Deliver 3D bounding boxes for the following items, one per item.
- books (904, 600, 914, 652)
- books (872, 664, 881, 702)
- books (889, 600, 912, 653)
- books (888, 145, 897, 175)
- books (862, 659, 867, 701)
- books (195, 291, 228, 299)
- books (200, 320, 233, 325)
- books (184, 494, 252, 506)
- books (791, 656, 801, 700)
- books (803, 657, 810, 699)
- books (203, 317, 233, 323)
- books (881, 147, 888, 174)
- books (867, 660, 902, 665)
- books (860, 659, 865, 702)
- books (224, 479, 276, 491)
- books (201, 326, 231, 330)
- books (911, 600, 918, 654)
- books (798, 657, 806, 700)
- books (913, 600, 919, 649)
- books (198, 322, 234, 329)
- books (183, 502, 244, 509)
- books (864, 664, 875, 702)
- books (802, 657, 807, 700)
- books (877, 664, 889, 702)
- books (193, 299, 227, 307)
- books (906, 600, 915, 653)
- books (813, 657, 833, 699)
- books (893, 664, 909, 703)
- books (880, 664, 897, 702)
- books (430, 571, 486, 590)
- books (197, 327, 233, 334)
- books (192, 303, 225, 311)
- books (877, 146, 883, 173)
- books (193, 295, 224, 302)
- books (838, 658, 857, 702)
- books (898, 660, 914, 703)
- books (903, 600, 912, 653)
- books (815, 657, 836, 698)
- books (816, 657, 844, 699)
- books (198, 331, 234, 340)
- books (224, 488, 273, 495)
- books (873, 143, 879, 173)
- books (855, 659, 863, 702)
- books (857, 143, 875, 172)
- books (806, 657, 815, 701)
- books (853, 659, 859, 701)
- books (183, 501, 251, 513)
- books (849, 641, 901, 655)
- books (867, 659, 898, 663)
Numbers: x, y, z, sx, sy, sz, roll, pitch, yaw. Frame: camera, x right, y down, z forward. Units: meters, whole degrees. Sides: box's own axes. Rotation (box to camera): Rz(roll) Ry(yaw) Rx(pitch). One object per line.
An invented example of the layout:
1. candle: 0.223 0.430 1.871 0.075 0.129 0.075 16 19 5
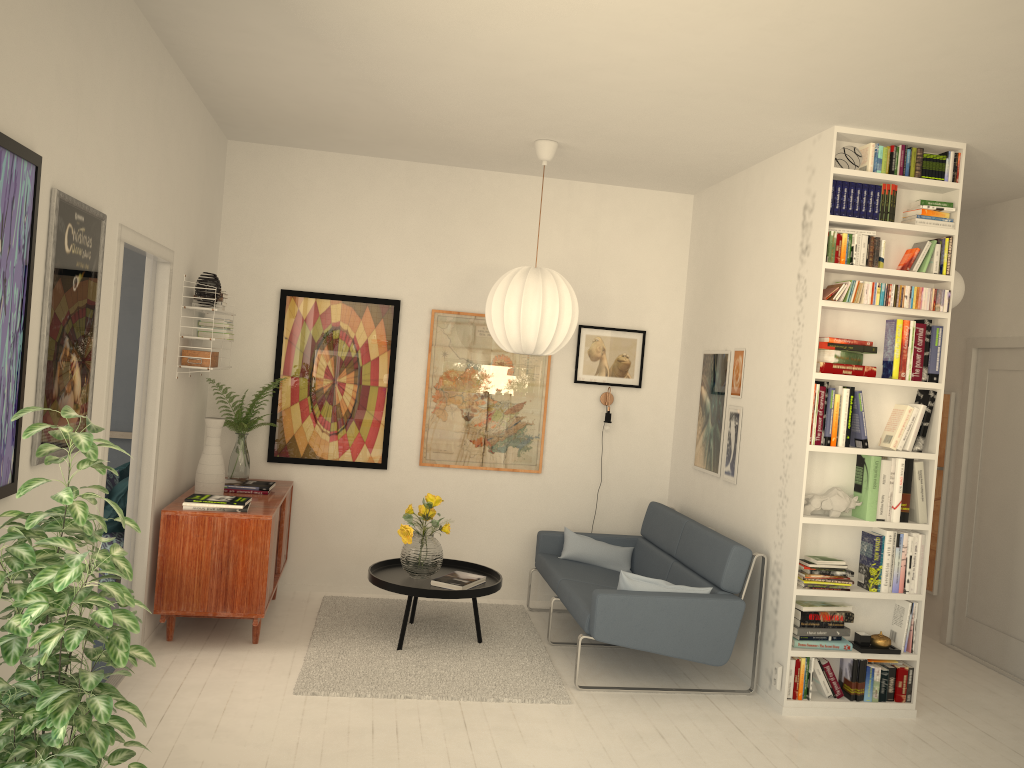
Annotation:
1. books: 2.000 1.231 4.548 0.033 0.258 0.130 5 1 -9
2. books: 1.812 1.504 4.553 0.032 0.176 0.222 5 1 -9
3. books: 1.976 1.228 4.578 0.034 0.257 0.209 5 1 -9
4. books: 1.872 -1.110 4.479 0.028 0.147 0.192 5 1 -9
5. books: 1.749 1.480 4.540 0.015 0.214 0.202 5 1 -9
6. books: -1.700 -0.510 5.014 0.178 0.036 0.145 4 1 -16
7. books: -1.770 -0.370 5.327 0.153 0.013 0.197 5 1 -7
8. books: -1.546 0.609 4.675 0.311 0.015 0.192 5 1 -6
9. books: 1.396 1.458 4.477 0.026 0.206 0.187 5 1 -9
10. books: 1.451 1.457 4.495 0.021 0.215 0.174 5 1 -9
11. books: -1.763 -0.383 5.326 0.147 0.016 0.195 5 1 -12
12. books: 1.823 -1.107 4.504 0.025 0.131 0.253 5 1 -9
13. books: 1.879 1.413 4.554 0.193 0.012 0.130 5 1 -9
14. books: 1.735 1.479 4.532 0.015 0.214 0.202 5 1 -9
15. books: -1.617 0.601 5.296 0.368 0.020 0.255 5 1 -7
16. books: -1.780 -0.336 5.335 0.147 0.012 0.195 5 1 -12
17. books: 2.023 1.231 4.568 0.007 0.257 0.181 5 1 -9
18. books: 1.420 1.458 4.476 0.020 0.211 0.185 5 1 -9
19. books: 2.033 1.233 4.560 0.011 0.256 0.139 5 1 -9
20. books: -1.773 -0.352 5.320 0.173 0.023 0.190 5 1 -10
21. books: -1.558 0.623 4.674 0.296 0.015 0.240 5 1 -10
22. books: 1.776 1.500 4.552 0.044 0.179 0.224 5 1 -9
23. books: 1.434 1.460 4.492 0.012 0.206 0.193 5 1 -9
24. books: 1.851 1.514 4.559 0.048 0.163 0.209 5 1 -9
25. books: -1.708 -0.459 5.026 0.158 0.019 0.131 5 1 -7
26. books: 2.014 1.230 4.579 0.008 0.256 0.184 5 1 -9
27. books: 1.539 1.470 4.497 0.135 0.200 0.134 5 1 -9
28. books: 1.953 1.514 4.569 0.056 0.180 0.202 5 1 -9
29. books: 1.897 1.514 4.581 0.050 0.170 0.221 5 1 -9
30. books: -0.299 1.107 4.987 0.200 0.031 0.289 5 1 25
31. books: -1.779 -0.320 5.319 0.168 0.021 0.197 5 1 -7
32. books: -1.718 -0.436 5.023 0.159 0.028 0.147 5 1 -12
33. books: 1.806 -1.111 4.458 0.023 0.137 0.161 5 1 -9
34. books: -1.715 -0.481 5.018 0.155 0.024 0.136 4 1 -16
35. books: 1.691 1.475 4.523 0.015 0.214 0.202 5 1 -9
36. books: 1.994 1.518 4.594 0.032 0.176 0.230 5 1 -9
37. books: 1.985 1.229 4.582 0.030 0.256 0.198 5 1 -9
38. books: 1.570 1.476 4.495 0.118 0.192 0.118 5 1 -9
39. books: 1.600 1.482 4.507 0.131 0.188 0.136 5 1 -9
40. books: -1.777 -0.291 5.328 0.179 0.037 0.190 5 1 -10
41. books: -1.631 0.620 5.288 0.371 0.022 0.259 5 1 -9
42. books: 1.785 -1.118 4.480 0.013 0.146 0.208 5 1 -9
43. books: 1.722 1.478 4.522 0.015 0.214 0.202 5 1 -9
44. books: 1.768 -1.120 4.460 0.026 0.149 0.155 5 1 -9
45. books: 1.469 1.459 4.483 0.010 0.215 0.193 5 1 -9
46. books: 1.705 1.476 4.532 0.015 0.214 0.202 5 1 -9
47. books: -1.550 0.641 4.676 0.320 0.020 0.237 4 1 -13
48. books: 1.835 1.335 4.493 0.214 0.023 0.130 5 1 -9
49. books: 1.869 1.403 4.534 0.165 0.006 0.103 5 1 -9
